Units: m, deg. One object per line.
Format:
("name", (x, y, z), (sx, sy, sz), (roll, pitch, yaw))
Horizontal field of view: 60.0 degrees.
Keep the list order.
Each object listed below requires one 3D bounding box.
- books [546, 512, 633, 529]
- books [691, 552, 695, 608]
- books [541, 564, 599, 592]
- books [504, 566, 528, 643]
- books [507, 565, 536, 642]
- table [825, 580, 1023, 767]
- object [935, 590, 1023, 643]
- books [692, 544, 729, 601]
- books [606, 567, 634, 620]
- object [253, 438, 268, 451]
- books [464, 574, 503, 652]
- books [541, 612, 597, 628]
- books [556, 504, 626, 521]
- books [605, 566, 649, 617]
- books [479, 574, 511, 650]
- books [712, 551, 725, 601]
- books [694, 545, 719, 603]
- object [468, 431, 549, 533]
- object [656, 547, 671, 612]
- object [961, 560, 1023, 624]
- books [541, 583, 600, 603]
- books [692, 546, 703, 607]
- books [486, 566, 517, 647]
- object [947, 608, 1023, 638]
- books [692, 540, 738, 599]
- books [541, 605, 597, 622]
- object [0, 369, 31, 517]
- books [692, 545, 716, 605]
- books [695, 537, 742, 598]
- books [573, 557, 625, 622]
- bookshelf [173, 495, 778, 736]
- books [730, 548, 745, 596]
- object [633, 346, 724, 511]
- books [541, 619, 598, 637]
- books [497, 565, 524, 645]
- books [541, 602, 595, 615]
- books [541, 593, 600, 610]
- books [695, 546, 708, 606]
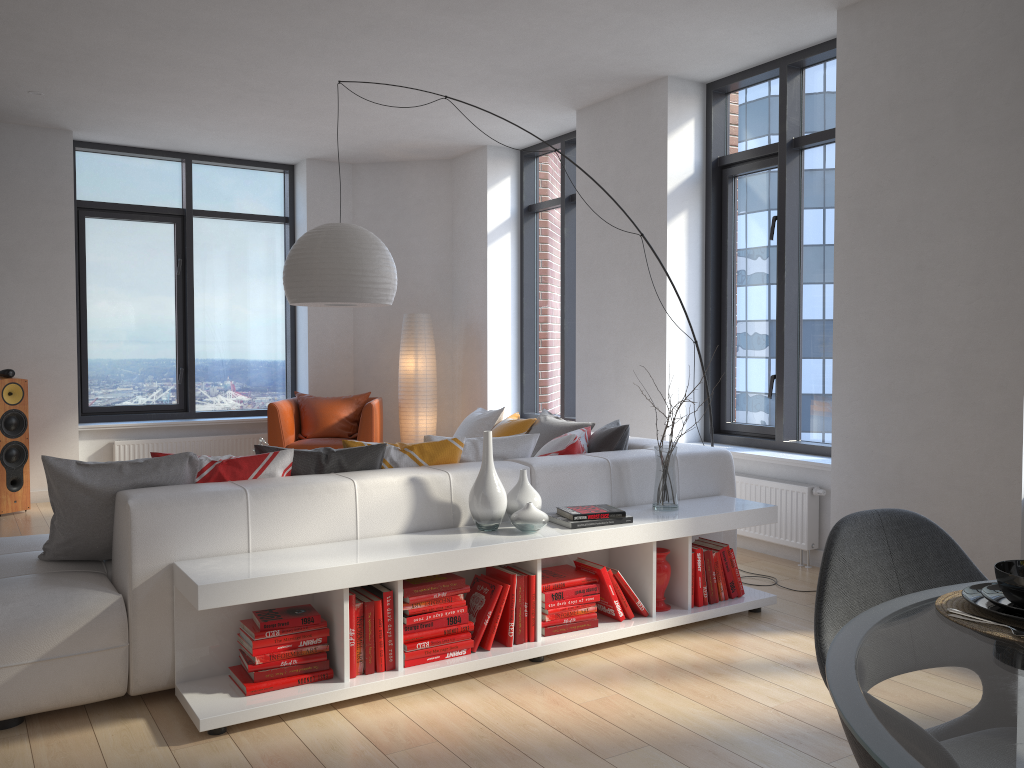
("books", (0.317, 0.566, 3.747), (0.300, 0.026, 0.245), (-1, 2, -27))
("books", (0.755, 0.864, 3.986), (0.026, 0.250, 0.168), (-1, 3, -32))
("books", (0.173, 0.812, 3.706), (0.301, 0.032, 0.227), (-1, 3, -32))
("books", (0.006, 0.876, 3.538), (0.028, 0.266, 0.188), (-1, 3, -32))
("books", (0.037, 0.874, 3.539), (0.028, 0.269, 0.181), (-1, 3, -32))
("table", (1.150, 0.788, 1.016), (1.499, 0.764, 1.499), (-2, 3, -43))
("object", (0.904, 0.388, 1.476), (0.360, 0.002, 0.360), (0, 2, 10))
("books", (0.910, 0.869, 4.099), (0.083, 0.233, 0.178), (-1, 3, -32))
("books", (0.414, 0.882, 3.796), (0.148, 0.232, 0.171), (-1, 3, -31))
("object", (-1.543, 0.448, 5.161), (0.330, 0.265, 0.330), (0, 2, -8))
("books", (-0.140, 0.887, 3.446), (0.144, 0.247, 0.188), (-1, 3, -32))
("books", (0.189, 0.955, 3.669), (0.266, 0.026, 0.187), (-1, 2, -27))
("books", (0.329, 0.540, 3.725), (0.238, 0.027, 0.188), (-1, 2, -19))
("books", (0.462, 0.887, 3.826), (0.186, 0.223, 0.188), (-1, 3, -32))
("books", (-0.102, 0.887, 3.462), (0.115, 0.245, 0.192), (-1, 3, -32))
("books", (0.892, 0.871, 4.083), (0.081, 0.230, 0.165), (-1, 3, -32))
("books", (0.865, 0.865, 4.059), (0.066, 0.247, 0.175), (-1, 3, -32))
("object", (-0.022, 0.386, 3.593), (0.316, 0.398, 0.319), (0, 2, -8))
("object", (0.641, 0.863, 3.924), (0.125, 0.258, 0.125), (1, 3, 35))
("object", (0.898, 0.350, 1.485), (0.258, 0.074, 0.258), (2, 3, 38))
("books", (0.192, 0.847, 3.690), (0.279, 0.039, 0.206), (-1, 3, -33))
("books", (0.781, 0.854, 4.012), (0.050, 0.268, 0.198), (-1, 3, -32))
("books", (-0.048, 0.870, 3.495), (0.046, 0.282, 0.199), (-1, 3, -32))
("object", (0.895, 0.380, 1.471), (0.309, 0.015, 0.206), (-1, 2, -28))
("books", (0.940, 0.860, 4.125), (0.119, 0.249, 0.187), (-1, 3, -32))
("books", (0.195, 0.929, 3.680), (0.257, 0.025, 0.182), (-1, 3, -32))
("object", (-3.878, 0.428, 6.666), (0.434, 1.088, 0.290), (1, 2, 28))
("books", (0.835, 0.862, 4.053), (0.076, 0.252, 0.199), (-1, 3, -32))
("books", (0.966, 0.856, 4.146), (0.116, 0.255, 0.198), (-1, 3, -32))
("books", (0.371, 0.874, 3.776), (0.134, 0.248, 0.192), (-1, 3, -32))
("bookshelf", (0.038, 0.836, 3.578), (2.600, 0.500, 0.356), (-1, 3, -32))
("books", (0.994, 0.868, 4.166), (0.103, 0.230, 0.173), (-1, 3, -32))
("object", (0.746, 0.197, 3.977), (0.406, 0.744, 0.607), (0, 2, 8))
("books", (0.193, 0.985, 3.682), (0.259, 0.034, 0.206), (-1, 2, -29))
("books", (-0.025, 0.873, 3.529), (0.038, 0.270, 0.215), (-1, 3, -32))
("books", (0.197, 0.907, 3.671), (0.236, 0.023, 0.178), (-1, 3, -32))
("books", (0.202, 0.881, 3.679), (0.261, 0.027, 0.191), (-1, 2, -28))
("books", (0.809, 0.859, 4.026), (0.056, 0.262, 0.185), (-1, 3, -32))
